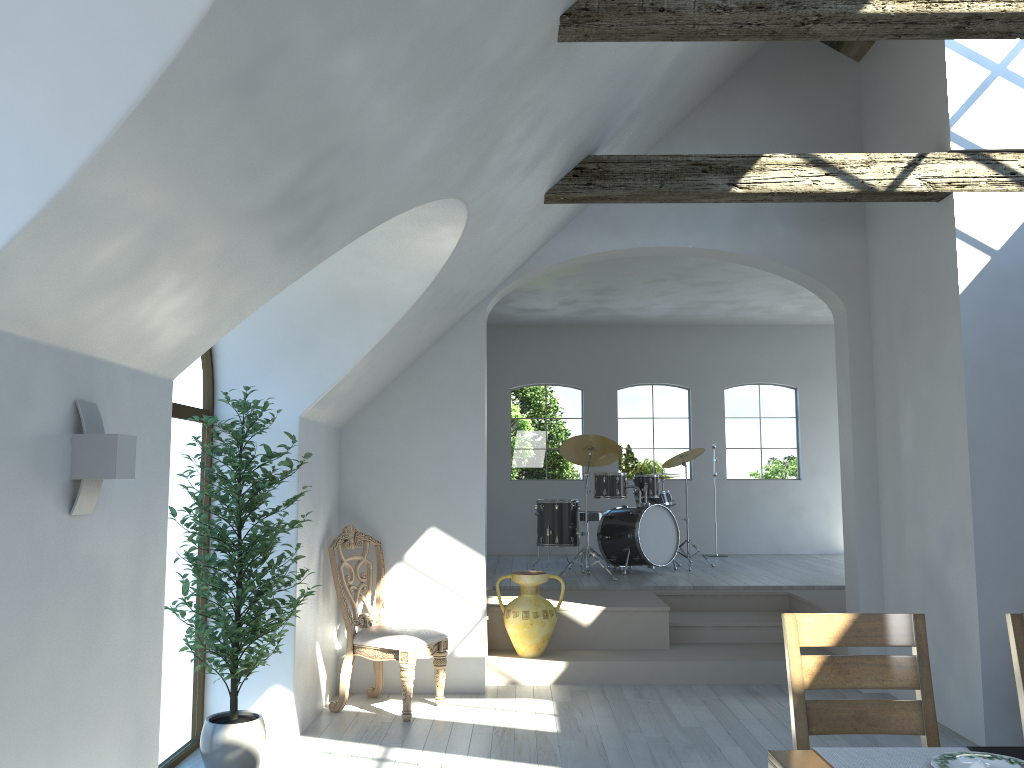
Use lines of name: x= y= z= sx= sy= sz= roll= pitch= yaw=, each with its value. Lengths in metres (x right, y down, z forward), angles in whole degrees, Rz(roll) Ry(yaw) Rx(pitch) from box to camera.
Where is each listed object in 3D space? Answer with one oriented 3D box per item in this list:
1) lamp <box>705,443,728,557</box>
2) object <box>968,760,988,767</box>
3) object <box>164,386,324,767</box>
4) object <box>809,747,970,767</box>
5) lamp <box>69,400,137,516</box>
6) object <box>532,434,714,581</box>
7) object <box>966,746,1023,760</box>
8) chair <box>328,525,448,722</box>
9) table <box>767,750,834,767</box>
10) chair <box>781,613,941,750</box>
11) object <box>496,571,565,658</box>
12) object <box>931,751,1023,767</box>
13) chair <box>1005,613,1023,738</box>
lamp: x=2.521 y=1.433 z=11.016 sx=0.232 sy=1.383 sz=0.238 roll=0 pitch=-6 yaw=1
object: x=1.021 y=0.868 z=1.935 sx=0.064 sy=0.092 sz=0.064 roll=-2 pitch=-7 yaw=19
object: x=-1.334 y=0.966 z=4.366 sx=0.718 sy=1.920 sz=0.737 roll=-2 pitch=-7 yaw=19
object: x=2.226 y=0.945 z=1.862 sx=2.872 sy=0.077 sz=1.050 roll=0 pitch=-6 yaw=1
lamp: x=-1.176 y=0.213 z=2.557 sx=0.127 sy=0.325 sz=0.127 roll=0 pitch=-6 yaw=1
object: x=1.043 y=1.273 z=9.452 sx=1.465 sy=1.383 sz=2.354 roll=-6 pitch=-9 yaw=45
object: x=2.231 y=1.017 z=1.857 sx=2.456 sy=0.227 sz=1.073 roll=0 pitch=-6 yaw=1
chair: x=-0.803 y=1.502 z=5.728 sx=0.655 sy=1.159 sz=0.552 roll=-3 pitch=-7 yaw=25
table: x=2.209 y=1.276 z=1.822 sx=3.078 sy=0.737 sz=0.939 roll=0 pitch=-6 yaw=1
chair: x=1.132 y=1.233 z=2.644 sx=0.514 sy=1.006 sz=0.605 roll=0 pitch=-6 yaw=1
object: x=0.135 y=1.707 z=6.579 sx=0.402 sy=0.605 sz=0.396 roll=6 pitch=-8 yaw=-42
object: x=1.141 y=0.926 z=2.124 sx=0.250 sy=0.017 sz=0.253 roll=0 pitch=-6 yaw=1
chair: x=1.878 y=1.231 z=2.637 sx=0.514 sy=1.006 sz=0.605 roll=0 pitch=-6 yaw=1
